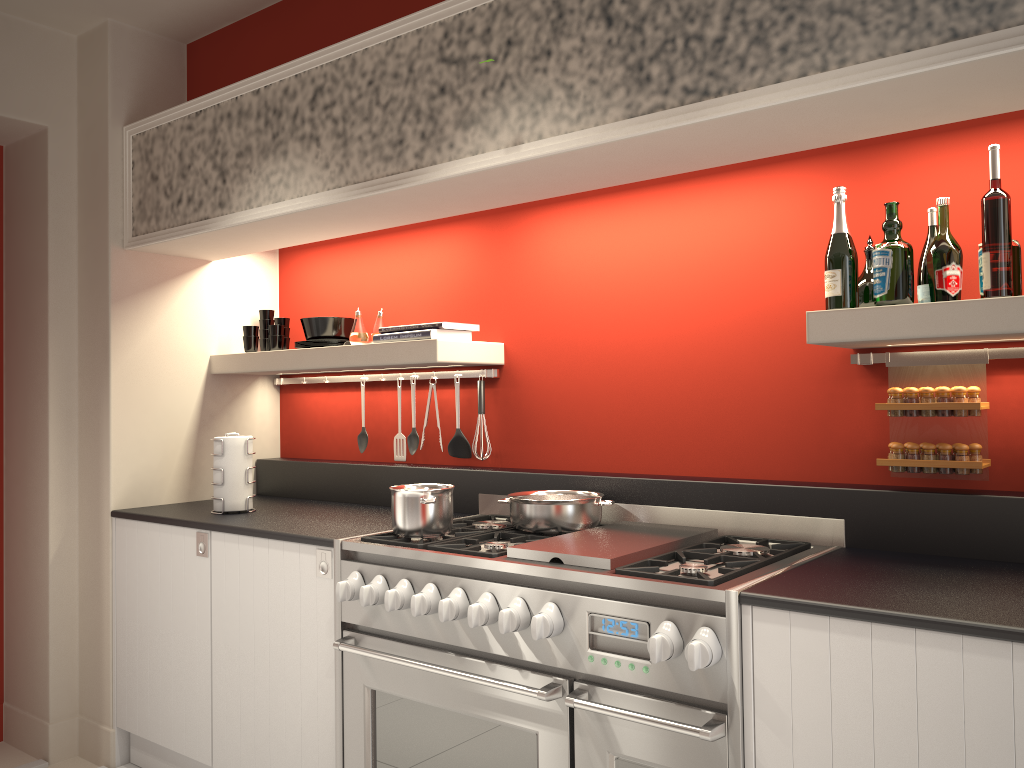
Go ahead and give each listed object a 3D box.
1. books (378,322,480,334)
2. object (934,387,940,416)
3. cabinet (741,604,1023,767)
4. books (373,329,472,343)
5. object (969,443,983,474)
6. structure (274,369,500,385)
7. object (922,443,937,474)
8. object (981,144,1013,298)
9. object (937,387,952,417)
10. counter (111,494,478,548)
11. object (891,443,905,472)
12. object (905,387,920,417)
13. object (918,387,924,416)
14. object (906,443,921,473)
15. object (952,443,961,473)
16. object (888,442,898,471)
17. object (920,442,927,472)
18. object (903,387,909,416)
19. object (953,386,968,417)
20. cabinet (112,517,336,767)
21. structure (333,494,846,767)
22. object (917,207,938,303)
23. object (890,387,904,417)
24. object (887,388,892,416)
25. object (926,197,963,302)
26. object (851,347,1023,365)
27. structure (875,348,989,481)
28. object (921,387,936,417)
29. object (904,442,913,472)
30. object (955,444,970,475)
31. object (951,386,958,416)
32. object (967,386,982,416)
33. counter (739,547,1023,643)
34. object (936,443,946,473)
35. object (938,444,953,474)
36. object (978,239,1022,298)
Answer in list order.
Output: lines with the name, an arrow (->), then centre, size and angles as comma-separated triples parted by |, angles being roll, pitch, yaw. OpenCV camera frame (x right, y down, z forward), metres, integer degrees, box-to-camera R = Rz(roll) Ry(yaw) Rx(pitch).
books -> -0.314, -0.207, 3.352 | 0.332, 0.026, 0.207 | -2, -1, 39
object -> 1.137, 0.046, 2.349 | 0.034, 0.078, 0.034 | 0, -2, -31
cabinet -> 1.246, 0.955, 1.744 | 1.361, 0.993, 0.687 | -2, -2, 38
books -> -0.340, -0.173, 3.345 | 0.331, 0.042, 0.207 | -2, -1, 43
object -> 1.200, 0.193, 2.297 | 0.034, 0.078, 0.034 | 0, -2, -31
structure -> -0.578, -0.026, 3.773 | 1.355, 0.034, 0.054 | -2, -1, 38
object -> 1.097, 0.195, 2.330 | 0.034, 0.078, 0.034 | 0, -2, -31
object -> 1.178, -0.379, 2.133 | 0.062, 0.366, 0.210 | -2, -2, 38
object -> 1.125, 0.046, 2.309 | 0.034, 0.078, 0.034 | 0, -2, -31
counter -> -0.855, 0.505, 3.400 | 1.360, 0.026, 0.699 | -2, -1, 38
object -> 1.035, 0.197, 2.378 | 0.034, 0.078, 0.034 | 0, -2, -31
object -> 1.064, 0.047, 2.357 | 0.034, 0.078, 0.034 | 0, -2, -31
object -> 1.105, 0.047, 2.374 | 0.034, 0.078, 0.034 | 0, -2, -31
object -> 1.066, 0.196, 2.354 | 0.034, 0.078, 0.034 | 0, -2, -31
object -> 1.169, 0.194, 2.322 | 0.034, 0.078, 0.034 | 0, -2, -31
object -> 1.045, 0.197, 2.419 | 0.034, 0.078, 0.034 | 0, -2, -31
object -> 1.107, 0.195, 2.371 | 0.034, 0.078, 0.034 | 0, -2, -31
object -> 1.074, 0.048, 2.398 | 0.034, 0.078, 0.034 | 0, -2, -31
object -> 1.156, 0.045, 2.285 | 0.034, 0.078, 0.034 | 0, -2, -31
cabinet -> -0.850, 1.015, 3.392 | 1.361, 0.993, 0.687 | -2, -2, 38
structure -> 0.167, 0.928, 2.534 | 1.322, 1.085, 0.778 | -2, -2, 38
object -> 1.115, -0.330, 2.343 | 0.083, 0.277, 0.083 | -2, -2, 42
object -> 1.033, 0.048, 2.381 | 0.034, 0.078, 0.034 | 0, -2, -31
object -> 1.043, 0.049, 2.423 | 0.034, 0.078, 0.034 | 0, -2, -31
object -> 1.096, -0.333, 2.247 | 0.080, 0.278, 0.080 | -2, -2, 42
object -> 1.513, -0.085, 2.133 | 1.355, 0.034, 0.048 | -2, -1, 38
structure -> 1.114, 0.082, 2.352 | 0.256, 0.347, 0.130 | -2, -2, 38
object -> 1.095, 0.047, 2.333 | 0.034, 0.078, 0.034 | 0, -2, -31
object -> 1.076, 0.196, 2.395 | 0.034, 0.078, 0.034 | 0, -2, -31
object -> 1.158, 0.193, 2.281 | 0.034, 0.078, 0.034 | 0, -2, -31
object -> 1.167, 0.045, 2.325 | 0.034, 0.078, 0.034 | 0, -2, -31
object -> 1.198, 0.045, 2.301 | 0.034, 0.078, 0.034 | 0, -2, -31
counter -> 1.236, 0.446, 1.756 | 1.360, 0.026, 0.699 | -2, -1, 38
object -> 1.139, 0.194, 2.346 | 0.034, 0.078, 0.034 | 0, -2, -31
object -> 1.127, 0.194, 2.305 | 0.034, 0.078, 0.034 | 0, -2, -31
object -> 1.220, -0.326, 2.219 | 0.094, 0.263, 0.094 | -1, -1, 4
